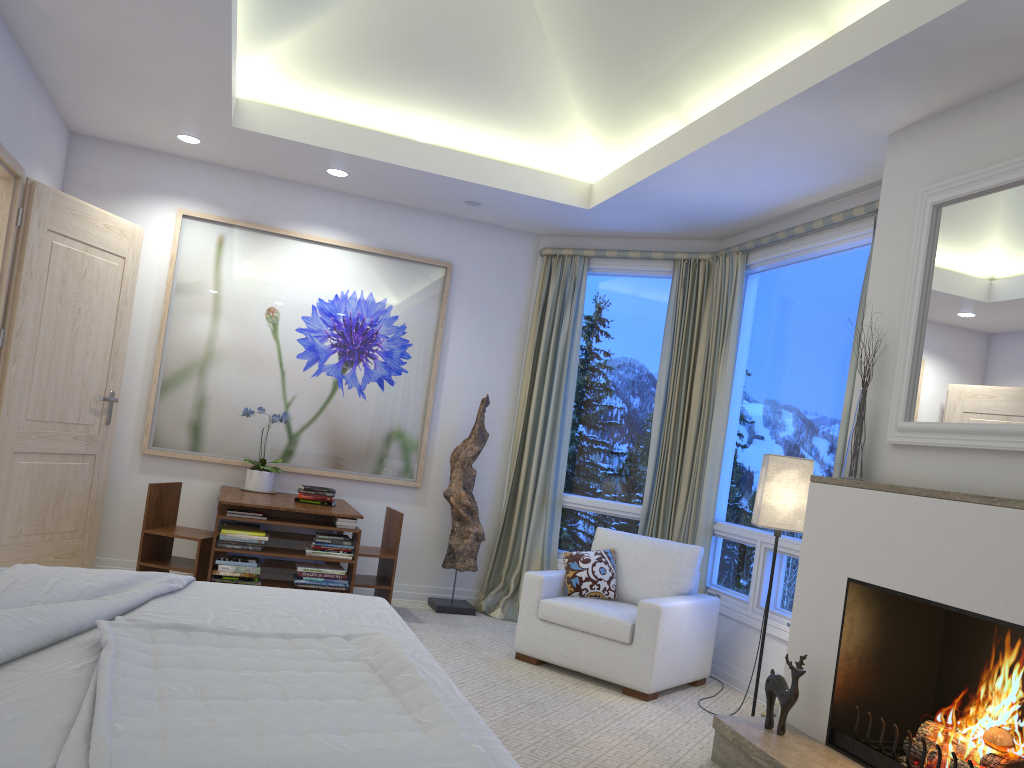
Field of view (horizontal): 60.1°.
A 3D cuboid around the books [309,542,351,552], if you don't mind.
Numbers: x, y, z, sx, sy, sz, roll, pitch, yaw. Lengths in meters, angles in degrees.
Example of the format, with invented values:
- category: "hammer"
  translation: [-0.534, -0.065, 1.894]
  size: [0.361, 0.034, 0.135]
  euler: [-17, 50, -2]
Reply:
- category: "books"
  translation: [-0.978, 0.876, 4.761]
  size: [0.210, 0.015, 0.145]
  euler: [9, -4, -17]

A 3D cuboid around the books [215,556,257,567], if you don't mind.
- category: "books"
  translation: [-1.430, 0.922, 4.596]
  size: [0.205, 0.019, 0.119]
  euler: [9, -4, -17]

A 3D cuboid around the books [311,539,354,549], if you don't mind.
- category: "books"
  translation: [-0.969, 0.862, 4.768]
  size: [0.218, 0.017, 0.137]
  euler: [9, -4, -17]

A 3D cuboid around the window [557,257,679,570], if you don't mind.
- category: "window"
  translation: [1.525, 0.141, 2.833]
  size: [0.816, 2.022, 6.843]
  euler: [8, -4, -17]

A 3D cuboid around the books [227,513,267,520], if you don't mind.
- category: "books"
  translation: [-1.383, 0.683, 4.621]
  size: [0.201, 0.014, 0.136]
  euler: [9, -4, -17]

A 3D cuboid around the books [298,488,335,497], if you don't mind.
- category: "books"
  translation: [-1.110, 0.617, 5.042]
  size: [0.205, 0.020, 0.125]
  euler: [9, -4, -7]

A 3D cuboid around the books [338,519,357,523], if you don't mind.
- category: "books"
  translation: [-0.895, 0.727, 4.769]
  size: [0.100, 0.012, 0.140]
  euler: [9, -4, -17]

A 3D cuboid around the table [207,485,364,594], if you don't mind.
- category: "table"
  translation: [-1.314, 0.955, 5.023]
  size: [0.742, 0.599, 0.900]
  euler: [9, -3, -17]

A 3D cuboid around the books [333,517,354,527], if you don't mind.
- category: "books"
  translation: [-0.901, 0.745, 4.773]
  size: [0.112, 0.022, 0.153]
  euler: [9, -4, -17]

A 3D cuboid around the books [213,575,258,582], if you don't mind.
- category: "books"
  translation: [-1.435, 0.995, 4.601]
  size: [0.218, 0.021, 0.157]
  euler: [9, -4, -17]

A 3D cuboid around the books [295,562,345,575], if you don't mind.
- category: "books"
  translation: [-1.030, 0.989, 4.754]
  size: [0.249, 0.022, 0.179]
  euler: [9, -4, -17]

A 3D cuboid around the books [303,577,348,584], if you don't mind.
- category: "books"
  translation: [-1.002, 1.041, 4.756]
  size: [0.235, 0.018, 0.169]
  euler: [9, -4, -12]

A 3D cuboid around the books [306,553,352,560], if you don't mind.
- category: "books"
  translation: [-0.986, 0.914, 4.766]
  size: [0.240, 0.017, 0.173]
  euler: [9, -4, -12]

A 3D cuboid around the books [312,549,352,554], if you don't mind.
- category: "books"
  translation: [-0.973, 0.889, 4.761]
  size: [0.205, 0.011, 0.148]
  euler: [9, -4, -17]

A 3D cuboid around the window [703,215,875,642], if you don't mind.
- category: "window"
  translation: [1.470, 0.253, 4.545]
  size: [0.206, 2.024, 1.512]
  euler: [8, -2, -17]

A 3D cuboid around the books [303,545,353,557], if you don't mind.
- category: "books"
  translation: [-0.990, 0.900, 4.769]
  size: [0.249, 0.015, 0.179]
  euler: [9, -4, -17]

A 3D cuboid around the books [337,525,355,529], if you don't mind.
- category: "books"
  translation: [-0.902, 0.762, 4.768]
  size: [0.101, 0.012, 0.140]
  euler: [9, -4, -17]

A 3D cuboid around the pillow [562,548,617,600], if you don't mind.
- category: "pillow"
  translation: [0.413, 0.991, 4.671]
  size: [0.285, 0.272, 0.187]
  euler: [8, -2, -8]

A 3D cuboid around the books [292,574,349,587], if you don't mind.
- category: "books"
  translation: [-1.029, 1.053, 4.751]
  size: [0.285, 0.018, 0.181]
  euler: [9, -4, -17]

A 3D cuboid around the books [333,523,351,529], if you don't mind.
- category: "books"
  translation: [-0.902, 0.762, 4.767]
  size: [0.103, 0.013, 0.142]
  euler: [9, -4, -17]

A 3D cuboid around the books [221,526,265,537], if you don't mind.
- category: "books"
  translation: [-1.403, 0.768, 4.622]
  size: [0.218, 0.019, 0.157]
  euler: [9, -4, -17]

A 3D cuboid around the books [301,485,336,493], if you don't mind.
- category: "books"
  translation: [-1.106, 0.598, 5.042]
  size: [0.180, 0.018, 0.125]
  euler: [10, -4, -22]

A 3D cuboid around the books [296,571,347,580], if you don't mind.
- category: "books"
  translation: [-1.024, 1.015, 4.757]
  size: [0.257, 0.033, 0.155]
  euler: [9, -4, -17]

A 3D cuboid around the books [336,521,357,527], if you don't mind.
- category: "books"
  translation: [-0.902, 0.745, 4.773]
  size: [0.108, 0.020, 0.151]
  euler: [9, -4, -17]

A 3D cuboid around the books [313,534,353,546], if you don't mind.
- category: "books"
  translation: [-0.965, 0.842, 4.769]
  size: [0.206, 0.026, 0.124]
  euler: [9, -4, -12]

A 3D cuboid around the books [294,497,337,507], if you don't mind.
- category: "books"
  translation: [-1.119, 0.668, 5.050]
  size: [0.212, 0.027, 0.154]
  euler: [8, -4, -2]

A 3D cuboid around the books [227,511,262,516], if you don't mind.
- category: "books"
  translation: [-1.394, 0.669, 4.623]
  size: [0.174, 0.008, 0.111]
  euler: [9, -4, -17]

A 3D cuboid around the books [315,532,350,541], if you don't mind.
- category: "books"
  translation: [-0.968, 0.820, 4.766]
  size: [0.177, 0.017, 0.113]
  euler: [9, -4, -17]

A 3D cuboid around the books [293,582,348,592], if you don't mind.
- category: "books"
  translation: [-1.032, 1.076, 4.764]
  size: [0.277, 0.032, 0.192]
  euler: [9, -4, -17]

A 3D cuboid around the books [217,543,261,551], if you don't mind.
- category: "books"
  translation: [-1.420, 0.840, 4.611]
  size: [0.218, 0.020, 0.157]
  euler: [9, -4, -17]

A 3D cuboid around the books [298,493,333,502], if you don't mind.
- category: "books"
  translation: [-1.119, 0.640, 5.041]
  size: [0.190, 0.031, 0.132]
  euler: [9, -4, -12]

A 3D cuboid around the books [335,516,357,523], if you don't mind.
- category: "books"
  translation: [-0.895, 0.727, 4.769]
  size: [0.103, 0.013, 0.142]
  euler: [9, -4, -17]
